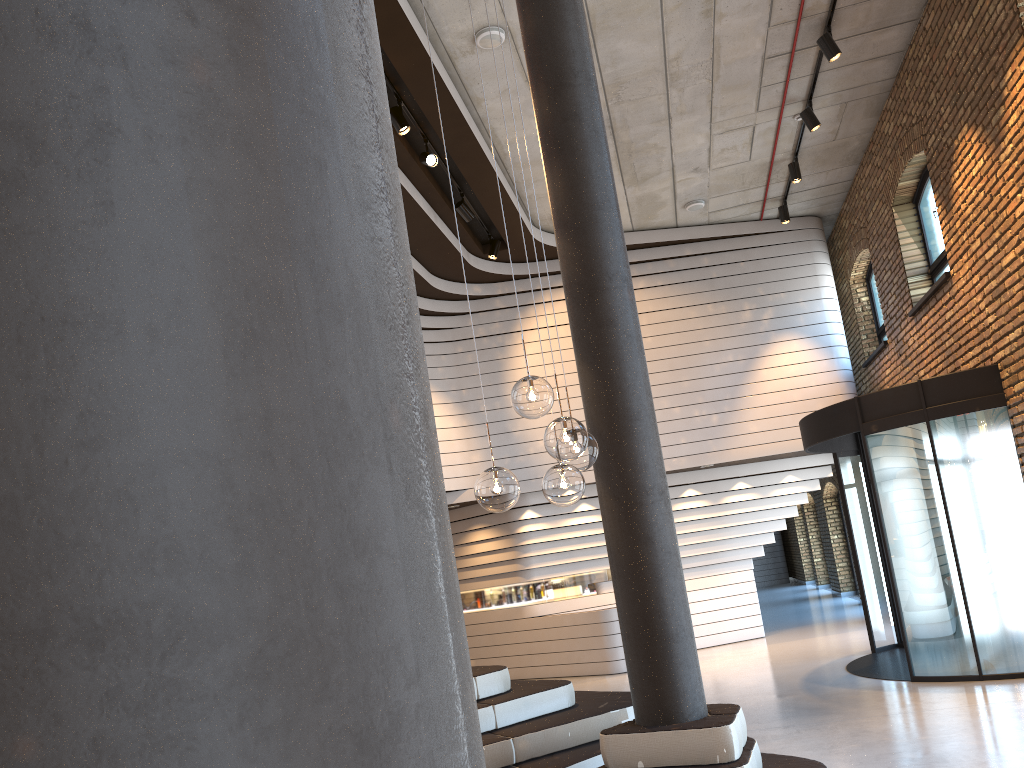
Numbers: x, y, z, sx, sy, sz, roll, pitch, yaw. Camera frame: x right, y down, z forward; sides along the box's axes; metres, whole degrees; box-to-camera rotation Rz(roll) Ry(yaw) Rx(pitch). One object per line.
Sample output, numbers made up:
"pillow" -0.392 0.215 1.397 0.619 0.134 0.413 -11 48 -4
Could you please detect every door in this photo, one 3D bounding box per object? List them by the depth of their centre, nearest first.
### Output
"door" 4.966 1.479 9.337 3.234 2.815 3.271 -12 -10 18

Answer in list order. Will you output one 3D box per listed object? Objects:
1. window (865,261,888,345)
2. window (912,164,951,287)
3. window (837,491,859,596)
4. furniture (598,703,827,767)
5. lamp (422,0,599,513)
"window" 5.292 -1.173 12.449 0.126 1.432 1.585 -10 -10 10
"window" 4.676 -1.714 9.540 0.126 1.432 1.585 -10 -10 10
"window" 7.267 3.237 18.524 0.131 2.502 2.377 -10 -9 10
"furniture" 1.004 2.009 4.301 1.760 0.712 1.303 2 -15 -43
"lamp" -0.449 -0.524 9.142 9.083 4.551 42.346 -11 -12 10
